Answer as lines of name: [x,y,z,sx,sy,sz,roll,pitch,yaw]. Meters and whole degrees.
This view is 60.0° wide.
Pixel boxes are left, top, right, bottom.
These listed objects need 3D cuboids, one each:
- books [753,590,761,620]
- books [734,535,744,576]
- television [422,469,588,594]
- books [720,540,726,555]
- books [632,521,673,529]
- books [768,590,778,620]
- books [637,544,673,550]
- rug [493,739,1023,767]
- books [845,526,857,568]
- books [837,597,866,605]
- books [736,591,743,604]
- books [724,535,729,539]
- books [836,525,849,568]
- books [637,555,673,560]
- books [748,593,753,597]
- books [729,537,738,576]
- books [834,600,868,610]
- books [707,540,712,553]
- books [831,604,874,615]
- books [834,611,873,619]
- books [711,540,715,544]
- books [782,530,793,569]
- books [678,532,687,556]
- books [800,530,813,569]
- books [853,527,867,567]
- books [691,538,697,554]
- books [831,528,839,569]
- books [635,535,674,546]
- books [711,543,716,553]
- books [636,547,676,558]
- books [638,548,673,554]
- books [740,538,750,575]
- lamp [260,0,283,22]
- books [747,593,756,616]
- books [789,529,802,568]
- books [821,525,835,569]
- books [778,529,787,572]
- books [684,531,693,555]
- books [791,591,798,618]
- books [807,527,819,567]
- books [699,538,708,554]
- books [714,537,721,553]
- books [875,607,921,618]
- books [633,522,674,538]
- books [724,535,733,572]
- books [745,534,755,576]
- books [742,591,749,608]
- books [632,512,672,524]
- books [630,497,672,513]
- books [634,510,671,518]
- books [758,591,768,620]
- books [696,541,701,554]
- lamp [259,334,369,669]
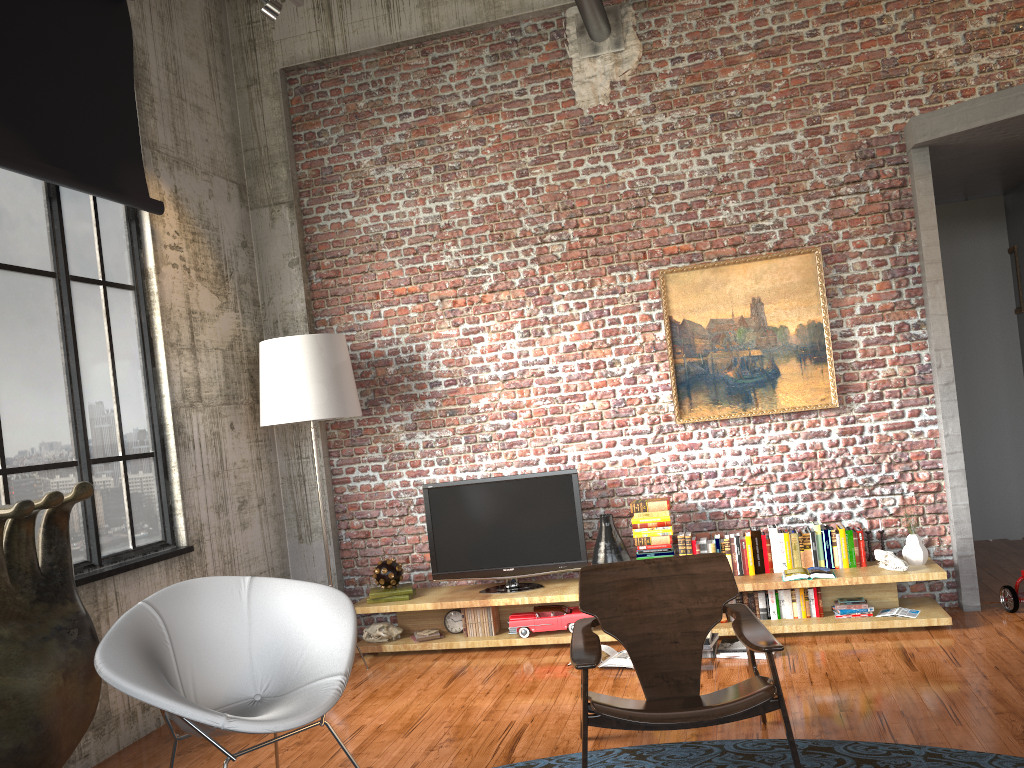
books: [1.578,1.417,5.713,0.028,0.182,0.120,-6,-1,14]
books: [1.492,1.115,5.831,0.034,0.259,0.180,-6,-1,14]
television: [-0.048,1.036,6.173,1.089,0.793,0.286,-6,0,1]
books: [1.402,1.144,5.851,0.027,0.223,0.161,-6,-1,14]
books: [0.947,0.937,5.969,0.254,0.034,0.183,-7,-2,14]
books: [1.670,1.388,5.689,0.040,0.219,0.133,-6,0,14]
books: [0.964,1.083,5.964,0.223,0.026,0.161,-7,-2,14]
rug: [0.472,1.587,1.620,4.839,0.009,4.855,-5,-2,-30]
books: [2.168,1.048,5.704,0.045,0.240,0.174,-6,-1,13]
books: [2.116,1.355,5.528,0.154,0.019,0.108,-7,-2,14]
books: [1.475,1.427,5.735,0.043,0.187,0.142,-6,-1,14]
books: [1.428,1.127,5.840,0.031,0.240,0.165,-6,-1,14]
books: [2.130,1.046,5.713,0.034,0.253,0.183,-6,-1,13]
books: [0.971,1.170,5.977,0.240,0.045,0.174,-7,-2,14]
books: [1.545,1.433,5.709,0.032,0.151,0.105,-6,-1,14]
books: [1.460,1.123,5.837,0.032,0.250,0.160,-6,0,14]
books: [2.115,1.376,5.530,0.192,0.024,0.131,-7,-2,19]
books: [1.317,1.154,5.868,0.027,0.223,0.161,-6,-1,14]
books: [2.121,1.401,5.527,0.214,0.025,0.149,-6,-2,-1]
books: [2.124,1.426,5.527,0.215,0.026,0.149,-7,-2,14]
books: [1.340,1.151,5.853,0.024,0.223,0.159,-6,-1,14]
books: [1.797,1.086,5.785,0.034,0.253,0.183,-6,-1,13]
books: [1.146,1.141,5.907,0.044,0.291,0.176,-6,0,14]
books: [1.918,1.078,5.764,0.045,0.240,0.174,-6,-1,13]
books: [2.233,1.045,5.688,0.037,0.231,0.168,-6,-1,13]
books: [1.223,1.152,5.897,0.026,0.250,0.160,-6,0,14]
books: [2.074,1.054,5.718,0.026,0.250,0.160,-6,0,13]
books: [0.961,1.042,5.970,0.246,0.057,0.171,-7,-2,14]
books: [1.340,1.151,5.853,0.026,0.223,0.161,-6,-1,14]
books: [0.971,1.134,5.967,0.251,0.026,0.160,-7,-2,14]
books: [0.968,1.109,5.968,0.223,0.027,0.161,-7,-2,14]
books: [1.531,1.125,5.833,0.037,0.231,0.168,-6,-1,14]
lamp: [-1.445,-2.269,5.266,0.225,0.215,0.103,-6,-1,-35]
books: [1.545,1.434,5.709,0.036,0.156,0.108,-6,-1,14]
books: [1.842,1.084,5.776,0.057,0.246,0.171,-6,-1,13]
books: [2.034,1.054,5.731,0.060,0.259,0.180,-6,-1,13]
books: [1.766,1.090,5.796,0.034,0.253,0.183,-6,-1,13]
books: [1.191,1.139,5.913,0.040,0.284,0.198,-6,-1,14]
books: [1.798,1.394,5.657,0.028,0.174,0.127,-6,-1,14]
books: [1.952,1.067,5.744,0.034,0.253,0.183,-6,-1,13]
books: [1.280,1.150,5.872,0.045,0.240,0.174,-6,-1,14]
books: [1.371,1.133,5.860,0.034,0.253,0.183,-6,-1,14]
books: [2.367,1.399,5.433,0.231,0.023,0.168,-8,-2,34]
books: [0.955,0.984,5.971,0.259,0.060,0.180,-7,-2,14]
books: [1.429,1.129,5.842,0.032,0.246,0.171,-6,-1,14]
books: [1.560,1.110,5.808,0.034,0.253,0.183,-6,-1,14]
books: [1.506,1.404,5.713,0.033,0.224,0.105,-6,0,14]
books: [0.942,0.903,5.965,0.254,0.034,0.183,-7,-2,14]
books: [0.941,0.816,5.981,0.260,0.066,0.198,-7,-2,14]
books: [0.948,0.867,5.974,0.231,0.037,0.168,-7,-2,14]
books: [1.611,1.411,5.702,0.043,0.186,0.129,-6,-1,14]
books: [1.247,1.163,5.882,0.026,0.223,0.161,-6,-1,14]
lamp: [-1.314,0.807,6.117,0.708,2.243,0.693,-7,0,36]
